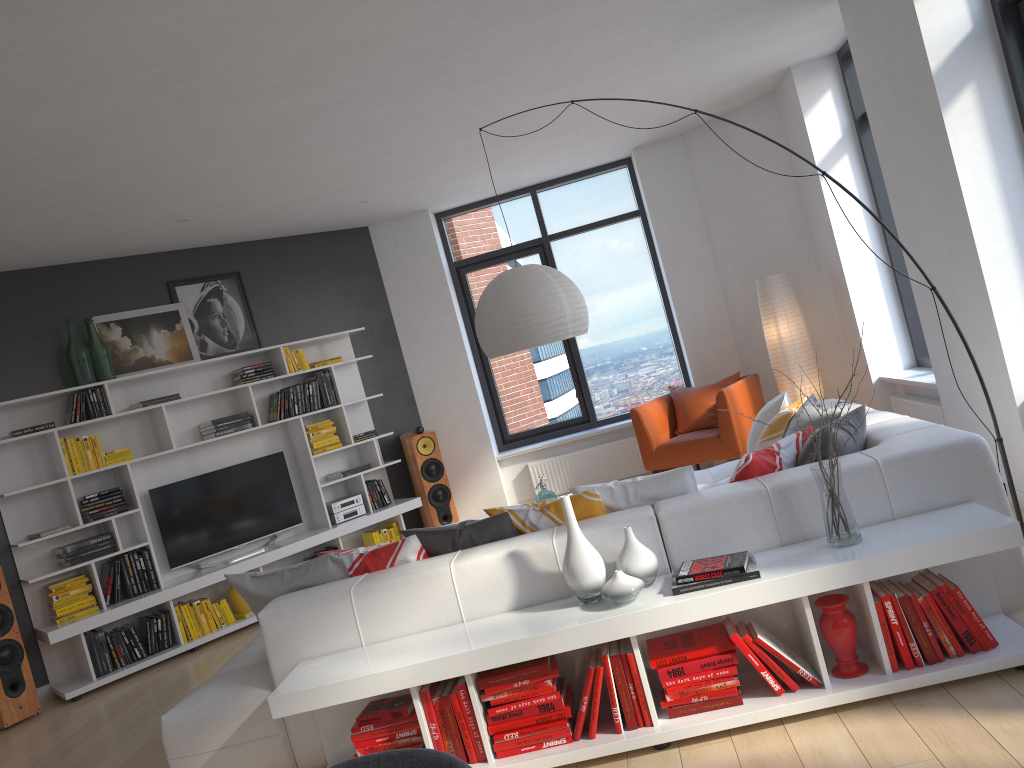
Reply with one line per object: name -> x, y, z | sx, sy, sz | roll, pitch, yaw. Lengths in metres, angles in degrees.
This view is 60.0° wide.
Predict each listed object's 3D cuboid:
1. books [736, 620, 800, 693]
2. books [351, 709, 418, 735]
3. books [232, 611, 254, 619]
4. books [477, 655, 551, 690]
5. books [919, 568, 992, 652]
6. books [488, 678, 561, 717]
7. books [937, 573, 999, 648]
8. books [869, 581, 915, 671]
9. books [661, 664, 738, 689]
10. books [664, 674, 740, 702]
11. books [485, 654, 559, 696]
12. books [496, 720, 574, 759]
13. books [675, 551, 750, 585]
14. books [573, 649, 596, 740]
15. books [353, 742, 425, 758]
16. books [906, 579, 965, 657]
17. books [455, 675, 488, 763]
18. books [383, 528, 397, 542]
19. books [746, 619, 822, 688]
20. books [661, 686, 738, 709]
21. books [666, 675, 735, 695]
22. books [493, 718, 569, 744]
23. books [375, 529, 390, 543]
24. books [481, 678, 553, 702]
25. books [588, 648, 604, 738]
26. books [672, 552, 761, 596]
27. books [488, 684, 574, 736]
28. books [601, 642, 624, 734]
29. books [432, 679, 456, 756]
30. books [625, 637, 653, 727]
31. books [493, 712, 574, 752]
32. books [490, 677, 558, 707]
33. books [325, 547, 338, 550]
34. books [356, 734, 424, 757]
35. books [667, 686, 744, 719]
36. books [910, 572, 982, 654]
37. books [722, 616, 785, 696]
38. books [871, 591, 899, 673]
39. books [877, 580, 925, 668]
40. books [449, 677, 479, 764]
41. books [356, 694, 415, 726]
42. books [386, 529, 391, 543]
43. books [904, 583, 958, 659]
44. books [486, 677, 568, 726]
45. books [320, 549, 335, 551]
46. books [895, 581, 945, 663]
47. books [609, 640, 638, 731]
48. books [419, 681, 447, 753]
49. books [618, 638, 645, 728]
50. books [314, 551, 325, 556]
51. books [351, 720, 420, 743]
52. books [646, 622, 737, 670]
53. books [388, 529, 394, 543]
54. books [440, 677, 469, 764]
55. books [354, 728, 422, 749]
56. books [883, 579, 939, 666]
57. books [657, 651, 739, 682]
books -> 0.894, 0.950, 3.111 | 0.148, 0.232, 0.171 | -15, 1, 8
books -> -0.458, 1.240, 3.322 | 0.254, 0.025, 0.178 | -15, 1, 6
books -> -2.051, 1.757, 6.825 | 0.270, 0.029, 0.204 | -14, 2, 36
books -> 0.011, 1.026, 3.220 | 0.259, 0.034, 0.206 | -15, 1, 3
books -> 1.519, 0.771, 3.044 | 0.116, 0.255, 0.198 | -15, 1, 6
books -> 0.045, 1.124, 3.216 | 0.261, 0.027, 0.191 | -15, 1, 2
books -> 1.555, 0.775, 3.043 | 0.103, 0.230, 0.173 | -15, 1, 6
books -> 1.297, 0.824, 3.053 | 0.050, 0.268, 0.198 | -15, 1, 6
books -> 0.661, 1.006, 3.151 | 0.261, 0.027, 0.191 | -15, 1, 10
books -> 0.668, 1.055, 3.156 | 0.257, 0.025, 0.182 | -15, 1, 6
books -> 0.035, 1.050, 3.210 | 0.266, 0.026, 0.187 | -15, 1, 1
books -> 0.087, 1.271, 3.213 | 0.274, 0.029, 0.200 | -15, 1, 6
books -> 0.705, 0.645, 3.110 | 0.238, 0.027, 0.188 | -15, 1, 19
books -> 0.261, 1.111, 3.180 | 0.144, 0.247, 0.188 | -15, 1, 6
books -> -0.439, 1.343, 3.315 | 0.266, 0.026, 0.187 | -15, 1, 12
books -> 1.451, 0.801, 3.042 | 0.083, 0.233, 0.178 | -15, 1, 6
books -> -0.132, 1.193, 3.237 | 0.049, 0.291, 0.214 | -15, 1, 6
books -> -1.050, 1.360, 7.670 | 0.024, 0.234, 0.172 | -16, 2, -39
books -> 0.949, 0.942, 3.105 | 0.186, 0.223, 0.188 | -15, 1, 6
books -> 0.664, 1.082, 3.151 | 0.266, 0.026, 0.187 | -15, 1, 12
books -> 0.659, 1.033, 3.148 | 0.236, 0.023, 0.178 | -15, 1, 6
books -> 0.073, 1.217, 3.197 | 0.266, 0.026, 0.187 | -15, 1, 6
books -> -1.110, 1.369, 7.618 | 0.035, 0.250, 0.185 | -16, 2, -39
books -> 0.024, 1.080, 3.220 | 0.257, 0.025, 0.182 | -15, 1, 6
books -> 0.300, 1.101, 3.169 | 0.115, 0.245, 0.192 | -15, 1, 6
books -> 0.715, 0.669, 3.135 | 0.300, 0.026, 0.245 | -15, 1, 11
books -> 0.073, 1.187, 3.232 | 0.301, 0.032, 0.227 | -15, 1, 6
books -> 0.357, 1.070, 3.162 | 0.046, 0.282, 0.199 | -15, 1, 6
books -> -0.230, 1.237, 3.253 | 0.031, 0.255, 0.181 | -15, 1, 6
books -> 0.450, 1.050, 3.144 | 0.028, 0.269, 0.181 | -15, 1, 6
books -> 0.081, 1.243, 3.194 | 0.282, 0.030, 0.188 | -15, 1, 7
books -> 0.047, 1.098, 3.210 | 0.236, 0.023, 0.178 | -15, 1, 6
books -> -1.479, 1.473, 7.314 | 0.066, 0.260, 0.197 | -16, 2, -39
books -> -0.435, 1.315, 3.320 | 0.257, 0.025, 0.182 | -15, 1, 6
books -> 0.681, 1.108, 3.159 | 0.259, 0.034, 0.206 | -15, 1, 9
books -> 1.488, 0.783, 3.044 | 0.119, 0.249, 0.187 | -15, 1, 6
books -> 0.847, 0.954, 3.123 | 0.134, 0.248, 0.192 | -15, 1, 6
books -> 1.263, 0.842, 3.050 | 0.026, 0.250, 0.168 | -15, 1, 6
books -> 1.328, 0.820, 3.048 | 0.056, 0.262, 0.185 | -15, 1, 6
books -> -0.162, 1.217, 3.236 | 0.042, 0.259, 0.195 | -15, 1, 6
books -> -0.459, 1.213, 3.311 | 0.206, 0.029, 0.152 | -15, 1, 12
books -> -1.088, 1.369, 7.638 | 0.023, 0.239, 0.169 | -16, 2, -39
books -> 1.428, 0.808, 3.041 | 0.081, 0.230, 0.165 | -15, 1, 6
books -> 0.058, 1.155, 3.233 | 0.279, 0.039, 0.206 | -15, 1, 7
books -> -1.503, 1.485, 7.292 | 0.084, 0.249, 0.191 | -16, 2, -39
books -> 1.392, 0.811, 3.039 | 0.066, 0.247, 0.175 | -15, 1, 6
books -> 0.396, 1.063, 3.174 | 0.038, 0.270, 0.215 | -15, 1, 6
books -> -0.268, 1.229, 3.254 | 0.036, 0.294, 0.208 | -15, 1, 6
books -> 0.426, 1.059, 3.162 | 0.028, 0.266, 0.188 | -15, 1, 6
books -> -1.552, 1.497, 7.253 | 0.075, 0.254, 0.192 | -16, 2, -40
books -> -0.450, 1.264, 3.319 | 0.269, 0.028, 0.179 | -15, 1, 7
books -> 0.639, 0.941, 3.190 | 0.301, 0.032, 0.227 | -15, 1, 6
books -> -1.067, 1.365, 7.650 | 0.024, 0.234, 0.172 | -16, 2, -39
books -> -0.197, 1.227, 3.250 | 0.034, 0.259, 0.207 | -15, 1, 6
books -> -0.444, 1.291, 3.336 | 0.261, 0.028, 0.191 | -15, 1, 6
books -> 1.364, 0.815, 3.052 | 0.076, 0.252, 0.199 | -15, 1, 6
books -> 0.652, 0.974, 3.166 | 0.279, 0.039, 0.206 | -15, 1, 5
